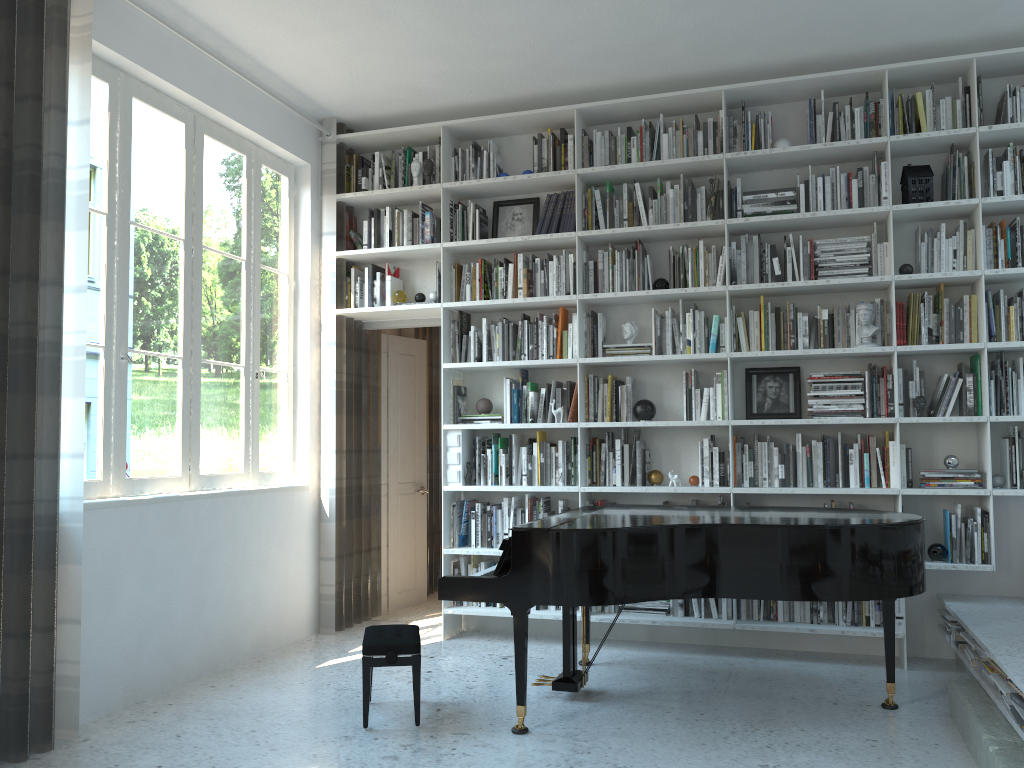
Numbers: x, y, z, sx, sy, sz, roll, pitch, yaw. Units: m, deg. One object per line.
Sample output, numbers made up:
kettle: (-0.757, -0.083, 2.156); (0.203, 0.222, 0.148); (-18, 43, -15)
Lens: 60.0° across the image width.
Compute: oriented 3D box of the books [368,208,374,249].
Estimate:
books: (-0.893, -0.974, 5.757); (0.011, 0.296, 0.162); (-1, -4, 18)

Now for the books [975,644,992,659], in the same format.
books: (2.014, 1.091, 3.617); (0.171, 0.015, 0.253); (-1, -4, 15)

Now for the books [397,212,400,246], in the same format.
books: (-0.693, -0.957, 5.679); (0.012, 0.249, 0.192); (-1, -4, 18)

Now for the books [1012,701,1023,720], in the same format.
books: (1.824, 1.119, 3.024); (0.177, 0.011, 0.220); (-2, -4, 20)

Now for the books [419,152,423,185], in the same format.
books: (-0.548, -1.329, 5.662); (0.021, 0.253, 0.179); (-1, -4, 18)

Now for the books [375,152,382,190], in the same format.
books: (-0.833, -1.336, 5.747); (0.028, 0.283, 0.189); (-1, -4, 18)

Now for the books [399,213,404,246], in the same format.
books: (-0.677, -0.955, 5.674); (0.021, 0.244, 0.174); (-1, -4, 18)

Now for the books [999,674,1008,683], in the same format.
books: (1.926, 1.097, 3.319); (0.169, 0.009, 0.242); (-2, -4, 18)

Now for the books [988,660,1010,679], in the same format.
books: (1.915, 1.073, 3.323); (0.179, 0.012, 0.249); (-1, -4, 15)

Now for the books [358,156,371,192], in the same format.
books: (-0.949, -1.326, 5.775); (0.025, 0.269, 0.177); (-1, -4, 18)

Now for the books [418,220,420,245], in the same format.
books: (-0.555, -0.933, 5.659); (0.029, 0.197, 0.144); (-2, -4, 18)

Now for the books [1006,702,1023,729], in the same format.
books: (1.815, 1.138, 3.026); (0.189, 0.009, 0.291); (-2, -4, 21)

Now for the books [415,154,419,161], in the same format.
books: (-0.573, -1.324, 5.659); (0.025, 0.243, 0.168); (-1, -4, 18)

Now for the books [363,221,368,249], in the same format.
books: (-0.916, -0.934, 5.760); (0.034, 0.217, 0.166); (-2, -4, 18)

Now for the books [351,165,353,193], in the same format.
books: (-1.005, -1.301, 5.804); (0.023, 0.223, 0.151); (-1, -4, 18)

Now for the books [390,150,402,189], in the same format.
books: (-0.728, -1.339, 5.713); (0.039, 0.282, 0.182); (-2, -4, 18)

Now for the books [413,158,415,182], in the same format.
books: (-0.591, -1.314, 5.678); (0.021, 0.226, 0.156); (-1, -4, 18)

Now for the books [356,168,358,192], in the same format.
books: (-0.971, -1.288, 5.785); (0.024, 0.194, 0.167); (-1, -4, 18)

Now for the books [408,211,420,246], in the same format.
books: (-0.619, -0.960, 5.653); (0.030, 0.250, 0.166); (-1, -4, 18)

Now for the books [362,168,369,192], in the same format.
books: (-0.923, -1.285, 5.765); (0.028, 0.186, 0.182); (-2, -4, 18)

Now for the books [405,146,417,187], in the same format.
books: (-0.649, -1.356, 5.704); (0.029, 0.314, 0.129); (-1, -4, 18)

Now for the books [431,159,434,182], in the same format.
books: (-0.487, -1.306, 5.646); (0.023, 0.204, 0.146); (-1, -4, 18)

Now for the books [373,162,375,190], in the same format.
books: (-0.854, -1.307, 5.762); (0.024, 0.227, 0.157); (-1, -4, 18)

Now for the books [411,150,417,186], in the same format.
books: (-0.607, -1.338, 5.685); (0.013, 0.275, 0.158); (-1, -4, 18)

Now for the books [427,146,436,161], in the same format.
books: (-0.503, -1.349, 5.658); (0.013, 0.291, 0.154); (-1, -4, 18)

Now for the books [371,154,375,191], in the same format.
books: (-0.873, -1.334, 5.761); (0.010, 0.281, 0.160); (-1, -4, 18)

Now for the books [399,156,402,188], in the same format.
books: (-0.689, -1.326, 5.719); (0.030, 0.257, 0.130); (-1, -4, 18)

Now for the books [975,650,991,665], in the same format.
books: (2.013, 1.118, 3.616); (0.169, 0.009, 0.242); (-1, -4, 14)

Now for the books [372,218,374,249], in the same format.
books: (-0.858, -0.942, 5.730); (0.023, 0.228, 0.171); (-1, -4, 18)

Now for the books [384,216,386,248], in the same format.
books: (-0.783, -0.948, 5.724); (0.024, 0.239, 0.155); (-1, -4, 18)

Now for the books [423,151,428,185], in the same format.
books: (-0.526, -1.333, 5.651); (0.027, 0.259, 0.147); (-1, -4, 18)

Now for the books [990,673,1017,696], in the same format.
books: (1.918, 1.130, 3.319); (0.182, 0.013, 0.287); (-2, -4, 19)

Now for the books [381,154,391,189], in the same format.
books: (-0.778, -1.329, 5.712); (0.057, 0.262, 0.191); (-2, -4, 18)

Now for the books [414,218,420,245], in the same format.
books: (-0.585, -0.940, 5.661); (0.028, 0.212, 0.138); (-1, -4, 18)

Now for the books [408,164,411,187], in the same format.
books: (-0.627, -1.294, 5.682); (0.024, 0.187, 0.159); (-1, -4, 18)

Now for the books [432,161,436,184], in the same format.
books: (-0.464, -1.297, 5.634); (0.028, 0.184, 0.168); (-2, -4, 18)

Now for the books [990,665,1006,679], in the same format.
books: (1.918, 1.086, 3.322); (0.165, 0.014, 0.236); (-1, -4, 13)

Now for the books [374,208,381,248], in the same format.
books: (-0.838, -0.970, 5.720); (0.023, 0.282, 0.186); (-1, -4, 18)

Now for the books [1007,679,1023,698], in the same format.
books: (1.824, 1.056, 3.028); (0.170, 0.014, 0.281); (-1, -4, 15)

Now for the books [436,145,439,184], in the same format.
books: (-0.440, -1.349, 5.629); (0.022, 0.286, 0.175); (-1, -4, 18)

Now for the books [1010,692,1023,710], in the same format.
books: (1.826, 1.101, 3.025); (0.160, 0.025, 0.244); (-1, -4, 13)

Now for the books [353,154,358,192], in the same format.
books: (-0.990, -1.333, 5.791); (0.014, 0.286, 0.175); (-1, -4, 18)

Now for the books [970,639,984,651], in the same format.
books: (2.002, 1.070, 3.622); (0.193, 0.005, 0.225); (-1, -4, 14)

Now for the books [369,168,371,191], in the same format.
books: (-0.888, -1.289, 5.780); (0.031, 0.195, 0.145); (-2, -4, 18)

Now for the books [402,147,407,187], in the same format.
books: (-0.672, -1.351, 5.700); (0.014, 0.304, 0.145); (-1, -4, 18)

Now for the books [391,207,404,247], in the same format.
books: (-0.726, -0.976, 5.700); (0.037, 0.291, 0.155); (-1, -4, 18)

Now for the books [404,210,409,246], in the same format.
books: (-0.645, -0.964, 5.662); (0.025, 0.261, 0.167); (-1, -4, 18)

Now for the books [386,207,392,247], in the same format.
books: (-0.760, -0.974, 5.690); (0.021, 0.286, 0.179); (-1, -4, 18)

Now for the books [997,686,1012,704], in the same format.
books: (1.921, 1.168, 3.316); (0.161, 0.008, 0.254); (-2, -4, 23)

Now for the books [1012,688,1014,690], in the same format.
books: (1.931, 1.106, 3.317); (0.155, 0.009, 0.297); (-2, -4, 19)

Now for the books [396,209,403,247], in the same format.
books: (-0.705, -0.966, 5.684); (0.013, 0.268, 0.162); (-1, -4, 18)

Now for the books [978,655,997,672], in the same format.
books: (2.018, 1.141, 3.613); (0.159, 0.011, 0.246); (-1, -4, 14)

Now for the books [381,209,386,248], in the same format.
books: (-0.807, -0.972, 5.734); (0.028, 0.288, 0.132); (-1, -4, 18)

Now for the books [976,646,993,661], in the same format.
books: (2.007, 1.106, 3.619); (0.182, 0.016, 0.199); (-2, -4, 23)

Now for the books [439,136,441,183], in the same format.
books: (-0.425, -1.375, 5.620); (0.014, 0.337, 0.168); (-1, -4, 18)

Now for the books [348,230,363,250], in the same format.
books: (-0.986, -0.910, 5.792); (0.121, 0.175, 0.129); (-2, -4, 18)

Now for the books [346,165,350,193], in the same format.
books: (-1.049, -1.298, 5.805); (0.014, 0.219, 0.188); (-1, -4, 18)

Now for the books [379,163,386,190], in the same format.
books: (-0.808, -1.299, 5.727); (0.030, 0.206, 0.175); (-2, -4, 18)
